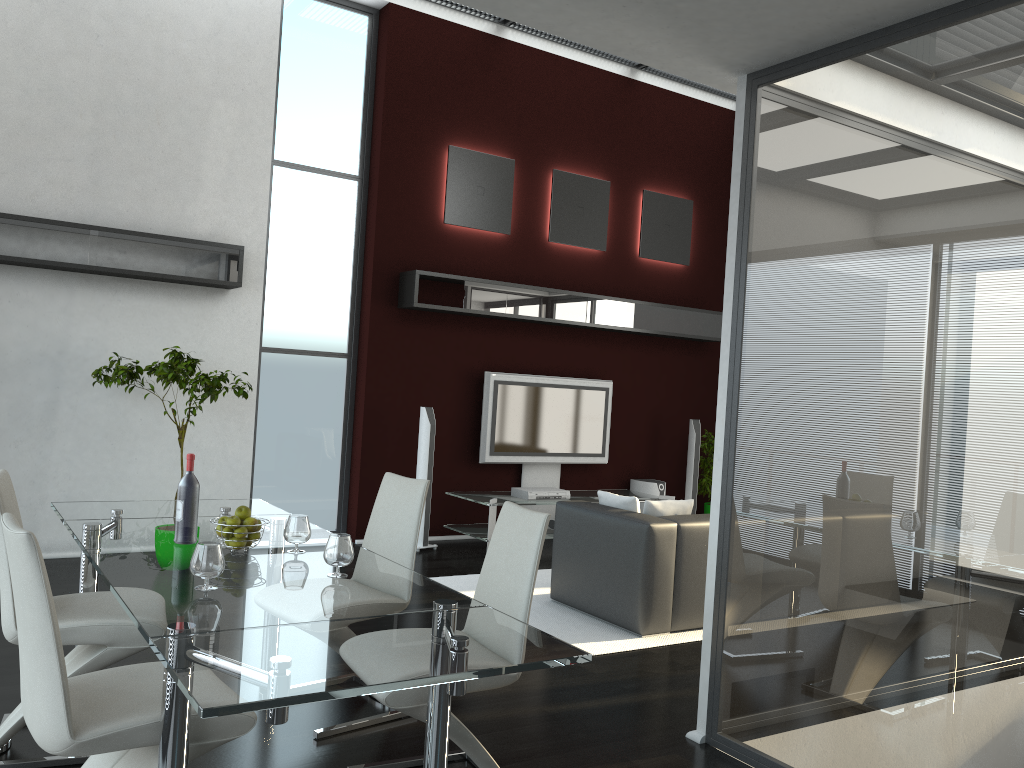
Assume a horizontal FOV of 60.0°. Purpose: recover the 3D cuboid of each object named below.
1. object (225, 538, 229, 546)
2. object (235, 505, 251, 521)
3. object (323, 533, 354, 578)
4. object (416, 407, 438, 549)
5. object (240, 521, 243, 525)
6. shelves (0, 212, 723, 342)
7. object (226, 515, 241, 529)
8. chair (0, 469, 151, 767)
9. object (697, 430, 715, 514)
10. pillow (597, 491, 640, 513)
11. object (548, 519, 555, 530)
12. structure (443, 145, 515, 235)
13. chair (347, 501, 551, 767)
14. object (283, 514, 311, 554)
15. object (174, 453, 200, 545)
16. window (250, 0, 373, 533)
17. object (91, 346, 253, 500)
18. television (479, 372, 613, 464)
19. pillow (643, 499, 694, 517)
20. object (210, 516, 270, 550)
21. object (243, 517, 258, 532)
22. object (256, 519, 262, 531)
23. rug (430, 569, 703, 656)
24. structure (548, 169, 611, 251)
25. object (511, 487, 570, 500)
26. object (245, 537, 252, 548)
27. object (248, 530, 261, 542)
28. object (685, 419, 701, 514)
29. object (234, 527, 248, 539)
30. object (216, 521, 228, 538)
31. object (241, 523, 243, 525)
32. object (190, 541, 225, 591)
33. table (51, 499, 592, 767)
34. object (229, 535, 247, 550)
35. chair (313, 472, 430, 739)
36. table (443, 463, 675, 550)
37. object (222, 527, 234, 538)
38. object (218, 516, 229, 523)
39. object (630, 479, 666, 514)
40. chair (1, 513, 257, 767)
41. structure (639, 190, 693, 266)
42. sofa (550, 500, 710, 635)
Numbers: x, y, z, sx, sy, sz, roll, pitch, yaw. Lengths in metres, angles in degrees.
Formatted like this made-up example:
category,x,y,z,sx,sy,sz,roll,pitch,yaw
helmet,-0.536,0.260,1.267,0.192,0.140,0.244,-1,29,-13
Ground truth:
category,x,y,z,sx,sy,sz,roll,pitch,yaw
object,-1.001,0.558,3.169,0.048,0.048,0.048,4,0,-22
object,-0.956,0.460,3.153,0.055,0.056,0.055,4,0,-33
object,-0.561,0.554,2.871,0.098,0.132,0.098,4,0,-13
object,-0.726,0.762,7.308,0.215,1.141,0.228,4,0,42
object,-0.985,0.488,3.183,0.040,0.043,0.044,4,0,-18
shelves,-0.789,-0.781,7.413,6.988,0.301,0.305,4,0,-33
object,-0.971,0.483,3.093,0.047,0.045,0.047,4,0,-32
chair,-1.582,0.811,3.226,0.612,0.959,0.471,4,0,-23
object,2.130,1.007,9.155,0.507,1.068,0.599,4,0,42
pillow,0.708,0.876,5.674,0.186,0.358,0.376,4,0,-32
object,0.551,1.236,7.825,0.470,0.090,0.182,4,0,-33
structure,-0.291,-1.706,7.849,0.678,0.676,0.055,4,0,-33
chair,-0.224,0.896,2.991,0.612,0.959,0.471,4,0,-28
object,-0.776,0.541,3.206,0.098,0.132,0.098,4,0,-13
object,-1.184,0.418,3.242,0.082,0.326,0.082,4,0,-12
window,-1.656,-0.956,7.297,0.800,4.400,0.025,4,0,-33
object,-2.322,0.495,6.033,0.994,1.515,0.646,4,0,-41
television,0.342,0.332,8.193,1.436,0.807,0.099,4,0,-33
pillow,0.937,0.889,5.503,0.376,0.361,0.169,4,0,-31
object,-0.970,0.538,3.154,0.206,0.105,0.206,4,0,12
object,-0.924,0.498,3.137,0.050,0.054,0.055,4,0,26
object,-0.929,0.510,3.192,0.055,0.048,0.054,4,0,-40
rug,1.431,1.489,6.411,3.695,0.009,1.875,4,0,-33
structure,0.638,-1.646,8.451,0.678,0.676,0.055,4,0,-33
object,0.250,0.953,7.717,0.439,0.073,0.273,4,0,-33
object,-0.948,0.567,3.172,0.038,0.038,0.038,4,0,-29
object,-0.917,0.540,3.153,0.045,0.042,0.045,4,0,-38
object,1.792,0.924,8.836,0.228,1.141,0.215,4,0,-18
object,-0.948,0.518,3.099,0.047,0.045,0.047,4,0,-29
object,-1.016,0.516,3.134,0.058,0.058,0.058,4,0,24
object,-0.975,0.523,3.205,0.054,0.055,0.053,4,0,22
object,-0.893,0.533,2.600,0.098,0.132,0.098,4,0,-13
table,-0.955,0.962,3.078,0.940,0.731,2.720,4,0,-33
object,-0.967,0.555,3.125,0.061,0.056,0.059,4,0,12
chair,-0.692,0.868,3.693,0.612,0.959,0.471,4,0,-43
table,0.474,0.888,7.979,2.046,1.093,0.771,4,0,-33
object,-0.992,0.519,3.099,0.040,0.040,0.039,4,0,-41
object,-1.028,0.498,3.176,0.047,0.048,0.047,4,0,20
object,1.365,1.223,8.798,0.286,0.518,0.323,4,0,-33
chair,-1.065,0.842,2.422,0.612,0.959,0.471,4,0,-38
structure,1.566,-1.586,9.052,0.678,0.676,0.055,4,0,-33
sofa,1.647,1.159,6.131,2.781,0.652,0.943,4,0,-33
